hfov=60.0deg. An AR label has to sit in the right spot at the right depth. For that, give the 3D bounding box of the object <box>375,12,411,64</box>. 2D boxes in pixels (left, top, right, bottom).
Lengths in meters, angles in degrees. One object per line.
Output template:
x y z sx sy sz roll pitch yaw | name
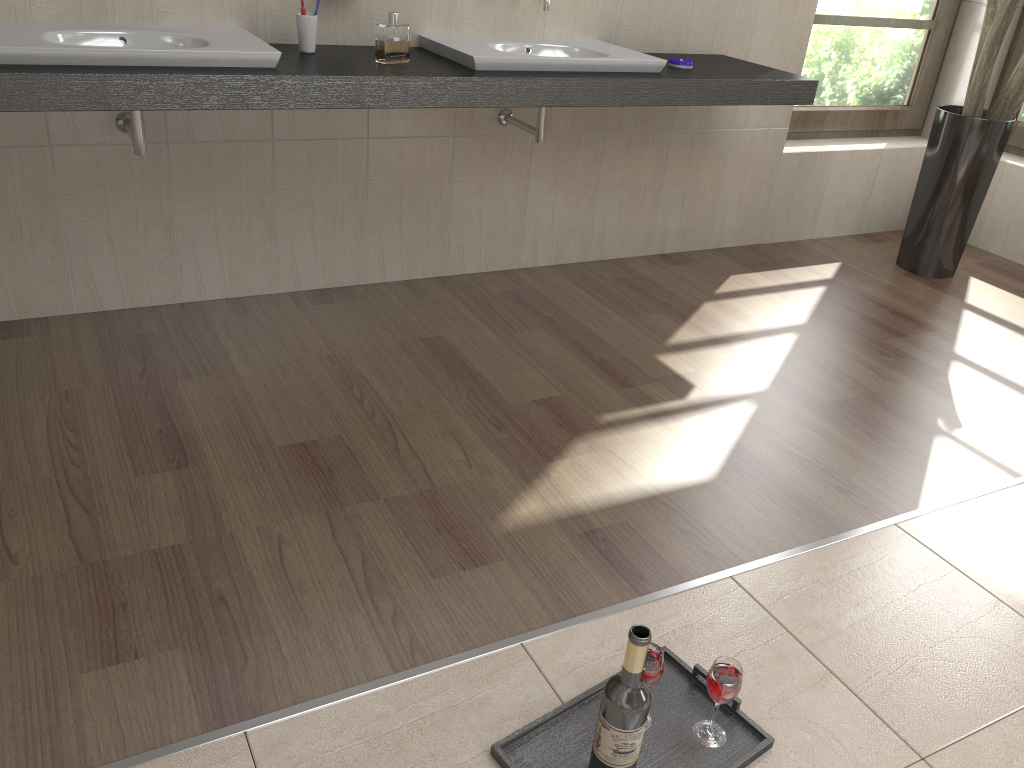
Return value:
-0.326 -0.951 2.435 0.040 0.130 0.100 24 33 30 | object

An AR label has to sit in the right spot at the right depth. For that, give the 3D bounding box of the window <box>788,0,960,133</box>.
1.617 -2.004 3.596 0.998 1.934 0.117 -10 32 -27 | window

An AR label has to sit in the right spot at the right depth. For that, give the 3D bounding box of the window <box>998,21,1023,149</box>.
2.593 -1.761 3.331 0.117 1.934 1.124 -10 32 -27 | window

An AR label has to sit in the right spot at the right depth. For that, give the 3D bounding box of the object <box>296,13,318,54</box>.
-0.567 -0.969 2.454 0.058 0.100 0.058 -4 29 -18 | object

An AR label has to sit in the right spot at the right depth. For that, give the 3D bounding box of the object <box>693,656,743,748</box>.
0.335 0.514 1.436 0.055 0.153 0.055 -14 34 -33 | object

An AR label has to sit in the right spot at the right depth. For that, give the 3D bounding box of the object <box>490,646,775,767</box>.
0.200 0.578 1.431 0.400 0.040 0.250 -16 35 -35 | object

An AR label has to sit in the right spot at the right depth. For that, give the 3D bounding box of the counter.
-0.517 -0.852 2.435 3.220 0.080 0.510 -10 32 -27 | counter

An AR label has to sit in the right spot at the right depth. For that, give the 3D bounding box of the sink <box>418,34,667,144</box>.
0.081 -0.919 2.820 0.670 0.288 0.403 -10 32 -27 | sink

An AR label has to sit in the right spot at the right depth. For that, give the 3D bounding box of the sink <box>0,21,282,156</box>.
-0.975 -0.741 2.279 0.670 0.288 0.403 -10 32 -27 | sink

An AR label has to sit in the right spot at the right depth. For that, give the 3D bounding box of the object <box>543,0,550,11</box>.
0.063 -1.217 2.758 0.245 0.082 0.211 -10 32 -27 | object

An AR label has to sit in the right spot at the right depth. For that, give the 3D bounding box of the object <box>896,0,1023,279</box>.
1.803 -1.013 3.489 0.343 1.209 0.413 -10 32 -27 | object

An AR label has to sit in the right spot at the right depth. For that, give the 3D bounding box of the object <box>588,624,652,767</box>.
0.165 0.479 1.305 0.070 0.307 0.070 19 30 23 | object

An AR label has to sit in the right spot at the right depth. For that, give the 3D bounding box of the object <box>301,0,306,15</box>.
-0.569 -0.993 2.408 0.012 0.178 0.050 10 28 8 | object

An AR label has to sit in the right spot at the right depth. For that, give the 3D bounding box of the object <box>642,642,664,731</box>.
0.213 0.494 1.449 0.055 0.153 0.055 -14 34 -33 | object

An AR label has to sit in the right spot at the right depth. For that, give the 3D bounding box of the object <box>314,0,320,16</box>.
-0.548 -1.004 2.436 0.054 0.175 0.012 3 28 -5 | object

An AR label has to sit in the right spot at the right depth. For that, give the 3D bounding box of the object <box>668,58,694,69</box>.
0.558 -1.059 2.929 0.083 0.020 0.083 -2 29 -15 | object
